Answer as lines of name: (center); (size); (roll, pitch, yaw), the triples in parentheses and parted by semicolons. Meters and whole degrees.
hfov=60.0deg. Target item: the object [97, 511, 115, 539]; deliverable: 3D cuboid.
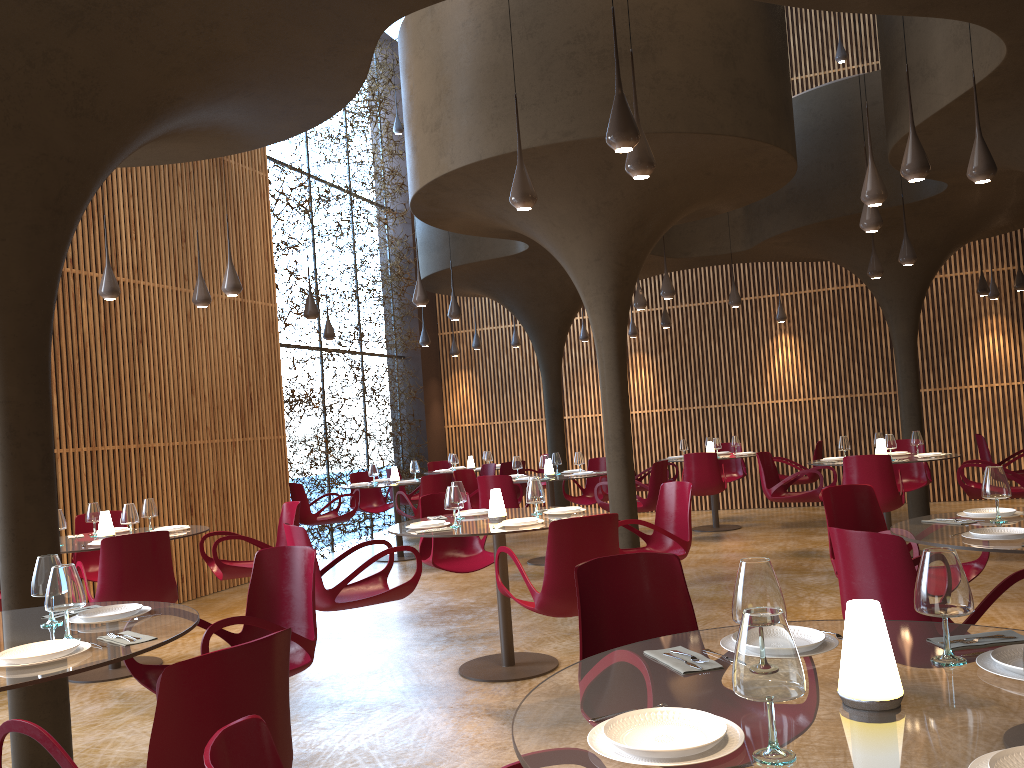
object: (-3.487, 1.208, 7.609); (0.144, 0.232, 0.142); (-4, -2, 5)

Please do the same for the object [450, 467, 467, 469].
object: (-0.989, 1.536, 16.117); (0.332, 0.014, 0.332); (-5, -3, 12)

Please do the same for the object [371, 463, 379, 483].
object: (-2.094, 1.353, 13.447); (0.142, 0.295, 0.142); (-5, -2, 32)

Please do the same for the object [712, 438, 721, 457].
object: (3.103, 0.967, 13.437); (0.142, 0.295, 0.142); (-5, -2, 13)

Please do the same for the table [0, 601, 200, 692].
table: (-2.065, 1.587, 3.451); (1.674, 1.129, 1.671); (-6, -3, 42)

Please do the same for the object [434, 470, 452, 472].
object: (-1.204, 1.518, 15.405); (0.332, 0.014, 0.332); (-4, -3, 1)

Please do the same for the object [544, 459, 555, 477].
object: (0.490, 1.115, 11.829); (0.142, 0.232, 0.145); (-3, -2, -25)

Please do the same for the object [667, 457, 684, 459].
object: (2.606, 1.170, 14.029); (0.332, 0.014, 0.331); (-6, -3, 33)

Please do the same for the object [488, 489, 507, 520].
object: (-0.117, 0.918, 6.769); (0.142, 0.232, 0.144); (-5, -2, 13)

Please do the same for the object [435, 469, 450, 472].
object: (-1.205, 1.509, 15.405); (0.263, 0.029, 0.263); (-5, -3, 7)

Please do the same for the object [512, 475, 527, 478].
object: (0.038, 1.267, 12.087); (0.331, 0.014, 0.332); (-2, -4, -43)

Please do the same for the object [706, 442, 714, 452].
object: (3.097, 1.018, 13.854); (0.142, 0.232, 0.144); (-4, -2, 5)

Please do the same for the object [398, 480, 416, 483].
object: (-1.501, 1.403, 12.750); (0.263, 0.029, 0.263); (-3, -3, -19)

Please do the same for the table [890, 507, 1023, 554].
table: (2.841, 1.269, 4.427); (1.671, 1.129, 1.674); (-3, -2, -19)

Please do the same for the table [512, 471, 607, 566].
table: (0.541, 1.793, 11.815); (1.674, 1.129, 1.671); (-6, -3, 39)

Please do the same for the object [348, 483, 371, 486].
object: (-2.223, 1.476, 12.952); (0.332, 0.014, 0.332); (-4, -3, 1)

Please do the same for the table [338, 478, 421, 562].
table: (-1.696, 2.026, 13.195); (1.671, 1.129, 1.674); (-3, -3, -28)

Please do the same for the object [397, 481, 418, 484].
object: (-1.500, 1.413, 12.749); (0.332, 0.014, 0.332); (-6, -3, 29)

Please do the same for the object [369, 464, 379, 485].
object: (-2.011, 1.320, 12.884); (0.142, 0.295, 0.142); (-5, -2, 19)

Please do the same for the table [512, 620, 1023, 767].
table: (0.875, 1.301, 2.044); (1.671, 1.129, 1.674); (-4, -2, -11)

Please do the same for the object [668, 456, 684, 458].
object: (2.606, 1.160, 14.029); (0.263, 0.029, 0.263); (-2, -3, -34)

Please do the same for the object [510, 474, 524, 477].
object: (0.037, 1.258, 12.088); (0.263, 0.029, 0.263); (-5, -3, 21)

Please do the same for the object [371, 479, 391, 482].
object: (-2.007, 1.494, 13.664); (0.332, 0.014, 0.332); (-5, -3, 12)

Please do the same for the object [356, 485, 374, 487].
object: (-2.112, 1.462, 12.670); (0.262, 0.017, 0.126); (-3, -3, -25)

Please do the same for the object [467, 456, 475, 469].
object: (-0.728, 1.389, 15.663); (0.144, 0.232, 0.142); (-4, -2, -5)

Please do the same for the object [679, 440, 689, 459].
object: (2.679, 1.017, 13.814); (0.142, 0.295, 0.142); (-4, -2, -8)

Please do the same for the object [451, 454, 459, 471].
object: (-0.992, 1.362, 15.338); (0.142, 0.295, 0.142); (-5, -2, 19)

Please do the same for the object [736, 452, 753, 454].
object: (3.581, 1.070, 13.656); (0.263, 0.029, 0.263); (-4, -3, -2)

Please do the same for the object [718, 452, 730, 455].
object: (3.377, 1.126, 14.307); (0.332, 0.014, 0.332); (-5, -3, 18)

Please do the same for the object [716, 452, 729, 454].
object: (3.376, 1.116, 14.307); (0.263, 0.029, 0.263); (-6, -3, 31)

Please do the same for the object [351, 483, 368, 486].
object: (-2.223, 1.467, 12.952); (0.263, 0.029, 0.263); (-4, -3, -9)

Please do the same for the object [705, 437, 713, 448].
object: (3.159, 1.000, 14.206); (0.142, 0.295, 0.142); (-5, -2, 20)

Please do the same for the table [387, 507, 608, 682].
table: (-0.067, 1.596, 6.755); (1.671, 1.129, 1.674); (-4, -2, -17)

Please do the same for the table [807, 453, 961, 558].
table: (4.400, 1.441, 10.436); (1.674, 1.129, 1.671); (-6, -3, 39)

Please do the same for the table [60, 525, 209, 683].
table: (-3.437, 1.887, 7.595); (1.671, 1.129, 1.674); (-3, -2, -24)

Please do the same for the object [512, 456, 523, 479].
object: (0.071, 1.117, 11.861); (0.142, 0.295, 0.142); (-3, -2, -32)

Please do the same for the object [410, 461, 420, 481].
object: (-1.420, 1.280, 12.967); (0.142, 0.295, 0.142); (-5, -2, 36)

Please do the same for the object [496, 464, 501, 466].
object: (-0.221, 1.456, 15.835); (0.263, 0.029, 0.263); (-5, -3, 22)

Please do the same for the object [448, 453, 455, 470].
object: (-1.075, 1.395, 15.900); (0.142, 0.295, 0.142); (-5, -2, 21)

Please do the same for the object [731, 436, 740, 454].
object: (3.503, 0.959, 13.882); (0.142, 0.295, 0.142); (-3, -2, -27)

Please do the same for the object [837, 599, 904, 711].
object: (0.825, 0.622, 2.058); (0.145, 0.232, 0.142); (-6, -2, 38)

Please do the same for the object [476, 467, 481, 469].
object: (-0.482, 1.445, 15.203); (0.263, 0.029, 0.263); (-5, -3, 13)

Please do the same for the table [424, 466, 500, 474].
table: (-0.678, 2.067, 15.649); (1.671, 1.129, 1.674); (-3, -3, -28)

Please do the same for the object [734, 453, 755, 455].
object: (3.581, 1.079, 13.656); (0.332, 0.014, 0.331); (-7, -4, 43)

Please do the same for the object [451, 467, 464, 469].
object: (-0.989, 1.527, 16.118); (0.263, 0.029, 0.263); (-3, -3, -26)

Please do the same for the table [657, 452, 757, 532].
table: (3.148, 1.697, 13.840); (1.674, 1.129, 1.672); (-6, -3, 29)

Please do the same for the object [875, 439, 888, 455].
object: (4.349, 0.762, 10.451); (0.142, 0.232, 0.144); (-4, -2, -5)

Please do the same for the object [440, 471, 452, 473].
object: (-1.094, 1.504, 15.123); (0.262, 0.017, 0.126); (-3, -3, -25)

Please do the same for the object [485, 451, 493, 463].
object: (-0.401, 1.322, 15.420); (0.142, 0.295, 0.142); (-4, -2, -21)

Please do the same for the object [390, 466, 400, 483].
object: (-1.747, 1.347, 13.209); (0.142, 0.232, 0.144); (-4, -2, -15)

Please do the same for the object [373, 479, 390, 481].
object: (-2.008, 1.485, 13.664); (0.263, 0.029, 0.263); (-2, -3, -33)

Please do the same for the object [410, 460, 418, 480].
object: (-1.475, 1.307, 13.438); (0.142, 0.295, 0.142); (-3, -2, -30)

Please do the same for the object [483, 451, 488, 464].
object: (-0.457, 1.349, 15.891); (0.142, 0.295, 0.142); (-5, -2, 37)
